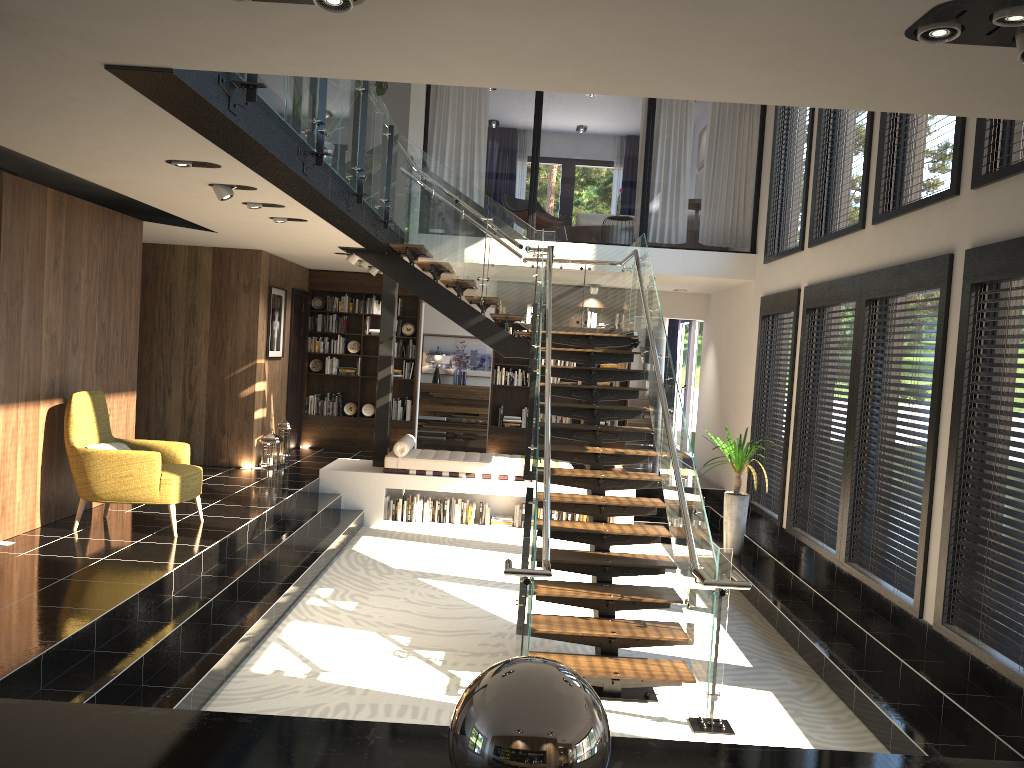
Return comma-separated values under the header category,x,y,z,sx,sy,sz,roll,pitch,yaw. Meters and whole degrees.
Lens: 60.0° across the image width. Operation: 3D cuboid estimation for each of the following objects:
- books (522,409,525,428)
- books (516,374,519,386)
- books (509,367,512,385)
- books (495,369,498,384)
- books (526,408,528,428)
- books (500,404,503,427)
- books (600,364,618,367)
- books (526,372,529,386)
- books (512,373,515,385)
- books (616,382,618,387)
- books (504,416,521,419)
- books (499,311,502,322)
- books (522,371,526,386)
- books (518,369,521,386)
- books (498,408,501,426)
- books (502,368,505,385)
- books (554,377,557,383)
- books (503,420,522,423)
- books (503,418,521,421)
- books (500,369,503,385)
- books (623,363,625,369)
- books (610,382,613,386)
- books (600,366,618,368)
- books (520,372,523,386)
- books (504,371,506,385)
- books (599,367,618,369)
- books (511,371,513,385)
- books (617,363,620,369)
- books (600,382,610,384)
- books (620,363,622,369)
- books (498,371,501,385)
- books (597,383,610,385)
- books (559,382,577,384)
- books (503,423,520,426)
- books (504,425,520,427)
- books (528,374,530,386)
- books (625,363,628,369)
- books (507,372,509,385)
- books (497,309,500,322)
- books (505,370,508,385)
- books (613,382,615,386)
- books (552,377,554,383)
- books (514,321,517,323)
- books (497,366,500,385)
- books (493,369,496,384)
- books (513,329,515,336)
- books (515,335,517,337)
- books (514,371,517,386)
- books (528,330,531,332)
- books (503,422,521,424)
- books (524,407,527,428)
category,x,y,z,sx,sy,sz,roll,pitch,yaw
books,0.170,0.521,13.525,0.030,0.284,0.176,4,3,0
books,0.082,-0.060,13.503,0.027,0.171,0.146,4,2,0
books,-0.027,-0.118,13.495,0.029,0.272,0.152,4,3,0
books,-0.239,-0.114,13.521,0.028,0.238,0.134,4,3,0
books,0.235,0.516,13.538,0.036,0.302,0.186,4,3,0
books,-0.157,0.474,13.511,0.028,0.340,0.203,4,3,0
books,1.472,-0.280,13.495,0.260,0.020,0.167,3,2,-2
books,0.234,-0.070,13.488,0.028,0.210,0.169,4,3,0
books,0.022,-0.075,13.504,0.033,0.193,0.172,4,2,0
books,1.588,-0.008,13.450,0.026,0.251,0.178,4,3,0
books,0.005,0.510,13.544,0.257,0.024,0.167,4,2,0
books,-0.173,-1.065,13.452,0.032,0.250,0.167,4,3,0
books,0.186,-0.086,13.486,0.070,0.236,0.206,4,2,0
books,0.112,-0.101,13.480,0.029,0.256,0.167,4,3,0
books,-0.185,0.505,13.557,0.025,0.270,0.156,4,3,0
books,-0.131,-0.117,13.487,0.029,0.258,0.181,4,3,0
books,0.655,-0.061,13.441,0.036,0.244,0.194,4,3,0
books,0.002,0.562,13.543,0.287,0.031,0.176,3,2,-2
books,0.004,0.534,13.555,0.271,0.025,0.156,4,2,1
books,-0.157,-0.113,13.505,0.023,0.245,0.159,4,3,0
books,1.698,-0.287,13.468,0.023,0.189,0.197,4,2,0
books,1.512,-0.010,13.453,0.030,0.244,0.176,4,3,0
books,1.471,-0.260,13.497,0.259,0.020,0.167,3,2,-1
books,0.140,-0.074,13.505,0.030,0.205,0.170,4,3,0
books,-0.107,-0.090,13.501,0.022,0.207,0.130,4,3,0
books,1.470,-0.239,13.503,0.272,0.021,0.156,3,2,-1
books,-0.004,-0.089,13.509,0.021,0.216,0.170,4,3,0
books,1.624,-0.307,13.488,0.026,0.219,0.156,4,3,0
books,1.347,-0.022,13.475,0.272,0.022,0.156,3,2,-1
books,1.651,-0.315,13.478,0.028,0.240,0.187,4,3,0
books,-0.184,-0.091,13.487,0.028,0.199,0.175,4,2,0
books,1.346,-0.001,13.469,0.260,0.021,0.167,3,2,-2
books,0.850,-0.015,13.474,0.274,0.025,0.156,4,2,4
books,-0.001,0.615,13.547,0.258,0.024,0.167,4,2,1
books,-0.002,0.639,13.565,0.247,0.026,0.148,3,2,-1
books,0.258,-0.058,13.532,0.022,0.185,0.127,4,3,0
books,1.736,-0.287,13.469,0.051,0.194,0.192,4,2,0
books,-0.056,-0.082,13.493,0.024,0.197,0.172,4,2,0
books,-0.202,-1.074,13.460,0.026,0.263,0.156,4,3,0
books,-0.081,-0.098,13.500,0.028,0.227,0.136,4,3,0
books,1.538,0.007,13.465,0.025,0.212,0.167,4,3,0
books,0.623,-0.064,13.466,0.030,0.245,0.166,4,3,0
books,0.065,-0.938,13.456,0.268,0.026,0.156,4,2,4
books,-0.209,-0.134,13.487,0.028,0.282,0.168,4,3,0
books,-0.266,-0.110,13.517,0.025,0.227,0.156,4,3,0
books,0.019,-0.723,13.464,0.052,0.224,0.099,4,3,0
books,0.058,-0.694,13.438,0.029,0.173,0.138,4,3,0
books,0.055,-0.087,13.490,0.030,0.222,0.189,4,2,0
books,0.261,-0.720,13.465,0.032,0.247,0.114,4,3,0
books,0.001,0.590,13.558,0.271,0.025,0.156,4,2,1
books,0.202,0.509,13.542,0.031,0.310,0.169,4,3,0
